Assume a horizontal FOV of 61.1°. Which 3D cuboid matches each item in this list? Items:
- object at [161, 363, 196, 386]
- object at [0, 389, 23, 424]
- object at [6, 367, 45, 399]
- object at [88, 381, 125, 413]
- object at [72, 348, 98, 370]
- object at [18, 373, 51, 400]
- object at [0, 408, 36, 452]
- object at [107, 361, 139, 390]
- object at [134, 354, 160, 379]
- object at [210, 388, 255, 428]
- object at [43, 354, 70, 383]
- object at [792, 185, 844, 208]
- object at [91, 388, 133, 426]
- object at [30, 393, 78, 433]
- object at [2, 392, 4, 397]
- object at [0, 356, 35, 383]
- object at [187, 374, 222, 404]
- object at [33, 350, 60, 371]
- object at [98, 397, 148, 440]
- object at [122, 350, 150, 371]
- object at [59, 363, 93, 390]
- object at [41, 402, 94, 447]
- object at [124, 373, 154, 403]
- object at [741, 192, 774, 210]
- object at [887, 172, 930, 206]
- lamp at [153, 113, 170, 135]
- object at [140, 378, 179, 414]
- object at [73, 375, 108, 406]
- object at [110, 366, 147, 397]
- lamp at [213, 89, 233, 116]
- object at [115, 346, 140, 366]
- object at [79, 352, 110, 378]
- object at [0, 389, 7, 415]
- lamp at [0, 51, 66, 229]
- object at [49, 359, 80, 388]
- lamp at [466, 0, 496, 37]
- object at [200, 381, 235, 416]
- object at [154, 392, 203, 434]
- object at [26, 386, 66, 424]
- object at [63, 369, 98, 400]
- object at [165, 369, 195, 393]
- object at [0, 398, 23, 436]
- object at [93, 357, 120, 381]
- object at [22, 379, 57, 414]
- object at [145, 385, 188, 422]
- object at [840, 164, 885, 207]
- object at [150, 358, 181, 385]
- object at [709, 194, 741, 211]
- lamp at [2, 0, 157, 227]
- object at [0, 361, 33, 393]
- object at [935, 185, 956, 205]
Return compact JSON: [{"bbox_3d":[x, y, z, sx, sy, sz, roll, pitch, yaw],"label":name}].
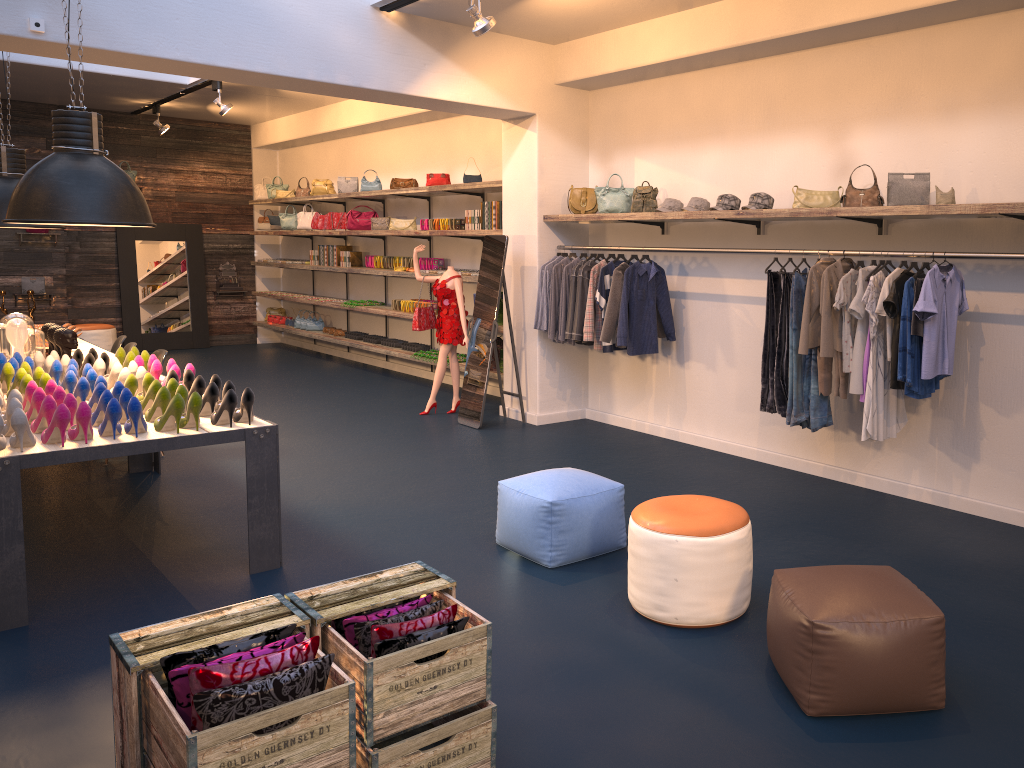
[{"bbox_3d":[-2.006,-0.035,5.211,0.219,0.194,0.223,-6,10,-41],"label":"object"},{"bbox_3d":[-2.479,0.116,4.190,0.224,0.194,0.219,7,9,38],"label":"object"},{"bbox_3d":[-2.755,-0.009,4.948,0.219,0.194,0.223,-5,9,-38],"label":"object"},{"bbox_3d":[-2.108,0.073,4.507,0.219,0.194,0.223,-5,9,-40],"label":"object"},{"bbox_3d":[-2.883,-0.152,5.838,0.219,0.194,0.223,-5,9,-38],"label":"object"},{"bbox_3d":[-2.601,0.028,4.731,0.219,0.194,0.223,-5,9,-38],"label":"object"},{"bbox_3d":[-2.186,0.189,3.761,0.218,0.194,0.225,-4,9,-32],"label":"object"},{"bbox_3d":[-2.364,-0.052,5.269,0.219,0.194,0.223,-5,9,-38],"label":"object"},{"bbox_3d":[-2.374,-0.102,5.585,0.219,0.194,0.223,-5,9,-38],"label":"object"},{"bbox_3d":[-1.404,0.106,4.390,0.219,0.194,0.223,-5,9,-38],"label":"object"},{"bbox_3d":[-2.884,-0.097,5.490,0.219,0.194,0.223,-5,9,-38],"label":"object"},{"bbox_3d":[2.137,-1.300,6.058,0.363,0.173,0.233,1,8,2],"label":"object"},{"bbox_3d":[-1.977,0.108,4.306,0.219,0.194,0.223,-5,9,-38],"label":"object"},{"bbox_3d":[-2.163,0.132,4.128,0.219,0.194,0.223,-5,9,-38],"label":"object"},{"bbox_3d":[-2.947,0.008,4.815,0.217,0.194,0.225,-3,8,-30],"label":"object"},{"bbox_3d":[-3.054,-0.079,5.352,0.223,0.194,0.219,8,10,43],"label":"object"},{"bbox_3d":[-1.709,0.034,4.807,0.219,0.194,0.223,-5,9,-38],"label":"object"},{"bbox_3d":[-3.046,-0.131,5.682,0.218,0.194,0.225,-4,9,-31],"label":"object"},{"bbox_3d":[-1.829,0.146,4.084,0.217,0.194,0.225,-3,8,-30],"label":"object"},{"bbox_3d":[-2.507,-0.135,5.779,0.219,0.194,0.223,-5,9,-38],"label":"object"},{"bbox_3d":[-2.562,-0.032,5.119,0.219,0.194,0.223,-5,9,-38],"label":"object"},{"bbox_3d":[-2.001,0.168,3.921,0.219,0.194,0.223,-5,10,-40],"label":"object"},{"bbox_3d":[-2.080,0.026,4.813,0.219,0.194,0.223,-5,9,-38],"label":"object"},{"bbox_3d":[1.819,-1.346,6.416,0.259,0.135,0.162,-2,8,-19],"label":"object"},{"bbox_3d":[2.553,-1.251,5.604,0.270,0.228,0.081,2,6,7],"label":"object"},{"bbox_3d":[-4.810,-3.551,11.905,0.239,0.325,0.183,1,6,5],"label":"lamp"},{"bbox_3d":[-1.884,0.058,4.636,0.219,0.194,0.223,-6,10,-42],"label":"object"},{"bbox_3d":[-2.278,0.043,4.679,0.219,0.194,0.223,-5,9,-38],"label":"object"},{"bbox_3d":[-2.221,-0.015,5.055,0.219,0.194,0.223,-5,9,-38],"label":"object"},{"bbox_3d":[-3.319,-3.215,9.967,0.239,0.325,0.183,1,6,5],"label":"lamp"},{"bbox_3d":[-2.662,-0.169,5.972,0.219,0.194,0.223,-5,9,-38],"label":"object"},{"bbox_3d":[-2.711,-0.116,5.632,0.219,0.194,0.223,-5,9,-40],"label":"object"},{"bbox_3d":[-2.666,0.079,4.398,0.217,0.194,0.226,-3,8,-29],"label":"object"},{"bbox_3d":[-3.856,-2.017,6.609,0.708,1.637,0.696,0,6,-2],"label":"lamp"},{"bbox_3d":[-2.743,-0.065,5.301,0.219,0.194,0.223,-5,9,-38],"label":"object"},{"bbox_3d":[-0.230,-2.520,5.948,0.249,0.325,0.175,-1,6,-11],"label":"lamp"},{"bbox_3d":[-1.565,0.071,4.593,0.219,0.194,0.223,-5,9,-38],"label":"object"},{"bbox_3d":[-1.618,0.128,4.226,0.219,0.194,0.223,-6,10,-44],"label":"object"},{"bbox_3d":[-2.310,0.097,4.328,0.218,0.194,0.224,-4,9,-33],"label":"object"},{"bbox_3d":[-2.441,0.003,4.910,0.226,0.194,0.224,-5,9,-38],"label":"object"},{"bbox_3d":[-1.909,0.002,4.985,0.217,0.194,0.225,-3,8,-29],"label":"object"},{"bbox_3d":[-2.346,0.153,3.969,0.223,0.194,0.219,8,10,43],"label":"object"},{"bbox_3d":[-2.553,-0.080,5.425,0.219,0.194,0.223,-6,10,-42],"label":"object"},{"bbox_3d":[-2.448,0.063,4.526,0.217,0.194,0.225,-3,8,-30],"label":"object"},{"bbox_3d":[-1.755,0.092,4.436,0.219,0.194,0.223,-5,9,-38],"label":"object"},{"bbox_3d":[2.364,-1.329,5.853,0.277,0.298,0.109,3,6,21],"label":"object"},{"bbox_3d":[-2.175,-0.070,5.410,0.218,0.194,0.225,-4,9,-31],"label":"object"},{"bbox_3d":[1.636,-1.387,6.654,0.259,0.135,0.162,-2,8,-19],"label":"object"},{"bbox_3d":[-2.332,-1.675,4.633,0.643,1.637,0.760,6,8,43],"label":"lamp"},{"bbox_3d":[-2.940,-0.044,5.146,0.218,0.194,0.224,-4,9,-35],"label":"object"},{"bbox_3d":[2.690,-1.168,5.392,0.132,0.133,0.080,0,6,-3],"label":"object"}]
